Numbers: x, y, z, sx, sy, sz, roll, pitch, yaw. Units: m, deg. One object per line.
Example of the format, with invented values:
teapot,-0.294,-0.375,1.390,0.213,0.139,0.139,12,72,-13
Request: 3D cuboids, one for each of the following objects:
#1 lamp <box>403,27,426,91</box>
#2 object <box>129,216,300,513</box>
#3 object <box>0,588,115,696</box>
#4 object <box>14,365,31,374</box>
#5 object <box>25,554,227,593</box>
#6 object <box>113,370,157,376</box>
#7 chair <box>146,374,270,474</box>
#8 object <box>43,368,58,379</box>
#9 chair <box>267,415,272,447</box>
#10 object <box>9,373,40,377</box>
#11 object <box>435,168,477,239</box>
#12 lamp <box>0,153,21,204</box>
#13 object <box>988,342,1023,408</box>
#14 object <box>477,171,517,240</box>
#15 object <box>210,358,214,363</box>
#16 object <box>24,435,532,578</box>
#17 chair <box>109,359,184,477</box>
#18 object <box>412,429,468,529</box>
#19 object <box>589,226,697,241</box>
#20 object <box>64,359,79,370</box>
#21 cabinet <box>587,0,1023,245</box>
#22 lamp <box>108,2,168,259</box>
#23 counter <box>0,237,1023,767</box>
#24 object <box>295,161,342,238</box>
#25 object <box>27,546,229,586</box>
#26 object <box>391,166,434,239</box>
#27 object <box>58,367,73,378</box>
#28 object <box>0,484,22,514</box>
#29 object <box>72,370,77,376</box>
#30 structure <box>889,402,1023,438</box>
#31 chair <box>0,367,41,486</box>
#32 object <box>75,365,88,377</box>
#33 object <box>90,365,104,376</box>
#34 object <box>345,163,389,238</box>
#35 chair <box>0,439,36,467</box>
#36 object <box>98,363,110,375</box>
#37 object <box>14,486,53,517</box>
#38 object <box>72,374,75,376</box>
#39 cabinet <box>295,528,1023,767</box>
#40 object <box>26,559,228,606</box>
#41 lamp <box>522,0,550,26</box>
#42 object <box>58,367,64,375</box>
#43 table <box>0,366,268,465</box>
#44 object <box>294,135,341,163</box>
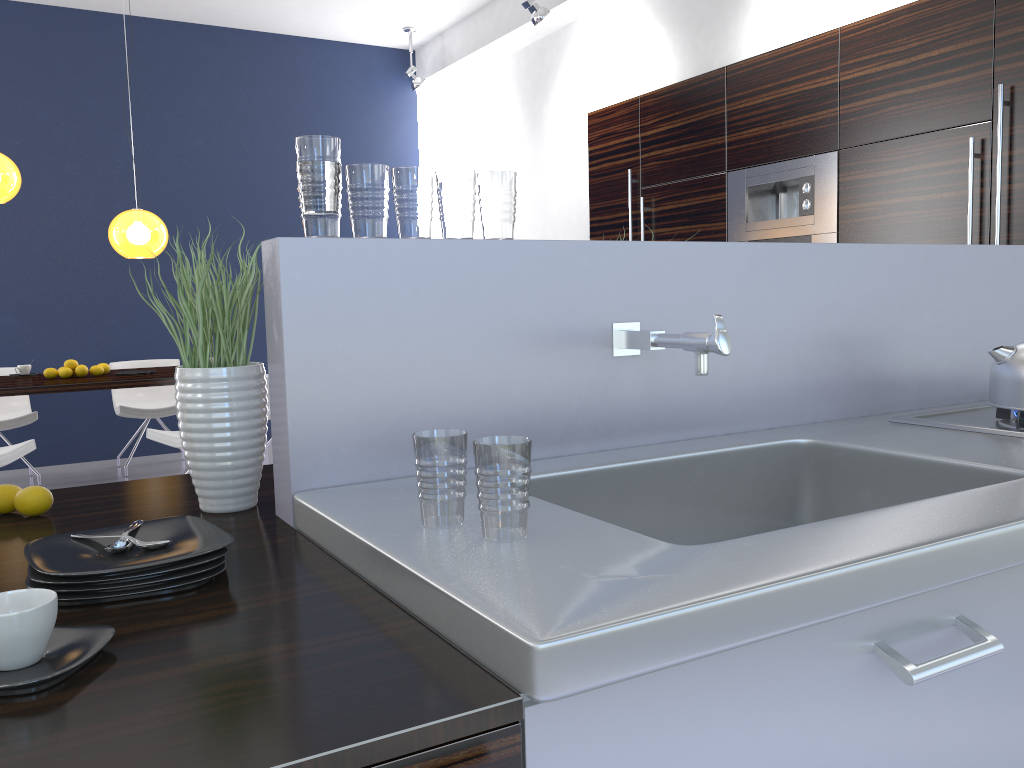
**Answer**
lamp,-0.837,-2.759,7.565,0.185,0.511,0.150,-5,6,-29
object,-0.517,-0.038,1.515,0.247,0.502,0.269,0,6,13
object,-0.480,0.244,0.858,0.153,0.069,0.153,-1,5,4
object,-3.179,-0.089,5.776,0.081,0.064,0.101,-2,5,-5
object,-0.489,0.231,1.140,0.232,0.020,0.232,-4,6,-21
object,-2.418,-0.070,5.691,0.232,0.020,0.232,-2,5,-1
chair,-1.692,0.355,5.115,0.620,0.805,0.508,2,6,30
object,-2.859,-0.067,5.500,0.083,0.068,0.070,-4,6,-26
chair,-1.543,0.232,6.360,0.620,0.805,0.508,-5,7,-34
object,-3.179,-0.059,5.789,0.154,0.020,0.154,0,6,15
object,-0.095,-0.307,1.534,0.072,0.119,0.071,-1,6,10
lamp,-3.143,-1.901,5.214,0.358,1.645,0.359,-3,6,-19
object,1.082,-0.059,1.773,0.229,0.196,0.220,-6,7,-37
object,-0.025,-0.313,1.574,0.071,0.119,0.072,0,6,20
object,-2.043,-0.146,6.042,0.101,0.064,0.081,-2,5,-4
object,-0.304,0.141,1.148,0.646,0.147,0.269,-2,5,-5
chair,-2.711,0.233,6.680,0.508,0.805,0.620,-5,6,-29
object,-0.091,0.122,1.143,0.072,0.119,0.071,-5,6,-29
object,0.242,-0.103,1.975,0.269,0.502,0.247,-5,6,-29
object,-2.758,-0.120,5.549,0.083,0.068,0.070,-4,6,-26
cabinet,1.710,-0.579,5.010,0.669,2.500,3.600,-5,6,-29
lamp,-2.429,-1.796,5.635,0.359,1.974,0.358,-4,6,-24
counter,0.184,0.391,1.604,3.291,1.300,1.302,-5,6,-29
object,-0.306,-0.290,1.415,0.072,0.119,0.071,-1,6,10
object,-0.489,0.221,1.140,0.232,0.020,0.232,-4,6,-26
object,-0.165,-0.302,1.494,0.072,0.119,0.071,-1,6,10
object,-2.770,-0.069,5.502,0.083,0.068,0.070,1,6,29
object,-0.869,0.197,1.521,0.063,0.051,0.053,-4,6,-26
object,-2.741,-0.082,5.616,0.069,0.071,0.081,3,7,37
structure,1.254,0.047,1.881,0.709,0.055,0.519,-5,6,-29
chair,-3.613,0.306,6.167,0.508,0.805,0.620,-5,7,-34
object,-2.692,-0.082,5.548,0.076,0.080,0.094,-4,6,-28
object,-2.633,-0.085,5.624,0.083,0.068,0.070,-4,6,-26
object,-0.235,-0.296,1.454,0.072,0.119,0.071,-1,6,10
chair,-2.825,0.446,4.483,0.508,0.805,0.620,-1,5,5
object,-2.634,-0.097,5.708,0.094,0.077,0.079,2,7,34
object,-0.809,0.198,1.499,0.063,0.051,0.053,1,6,29
object,-2.808,-0.088,5.663,0.079,0.077,0.094,0,6,14
cabinet,0.187,0.613,1.635,3.285,0.852,1.377,-5,6,-29
object,-0.489,0.241,1.141,0.232,0.020,0.232,-4,6,-21
lamp,0.156,-2.621,5.834,0.185,0.511,0.150,-5,6,-29
object,-2.812,-0.075,5.575,0.083,0.068,0.070,1,6,29
table,-2.728,0.345,5.629,2.046,0.783,1.127,-5,6,-29
object,-0.307,-0.329,1.411,0.072,0.119,0.071,-1,6,10
